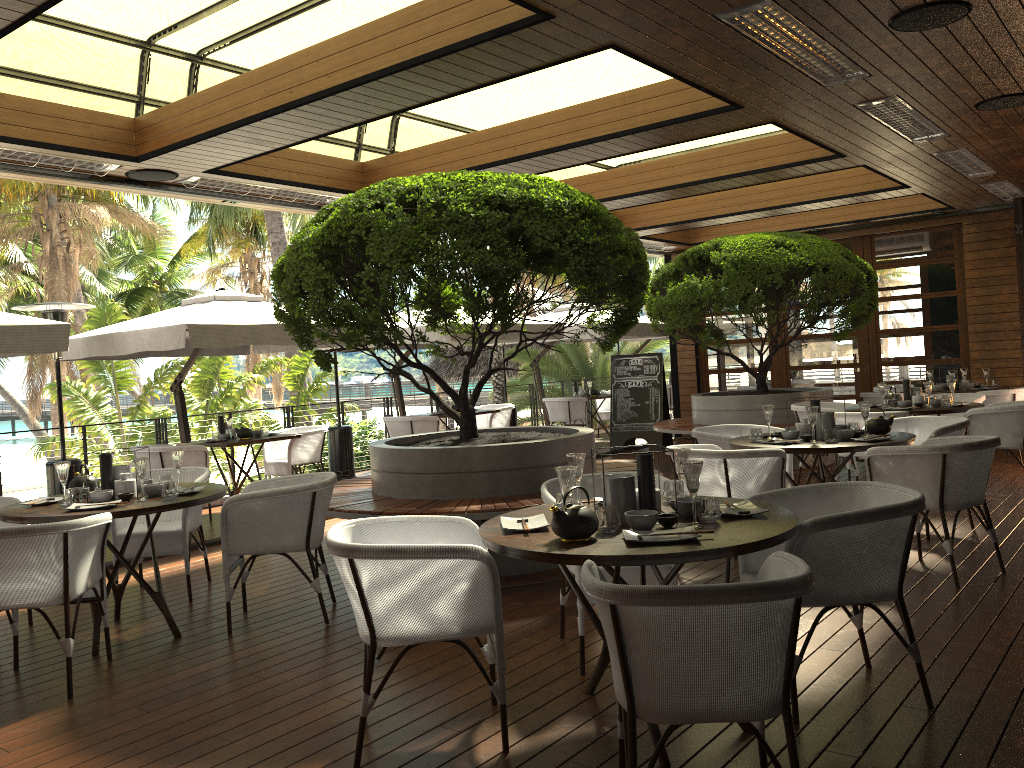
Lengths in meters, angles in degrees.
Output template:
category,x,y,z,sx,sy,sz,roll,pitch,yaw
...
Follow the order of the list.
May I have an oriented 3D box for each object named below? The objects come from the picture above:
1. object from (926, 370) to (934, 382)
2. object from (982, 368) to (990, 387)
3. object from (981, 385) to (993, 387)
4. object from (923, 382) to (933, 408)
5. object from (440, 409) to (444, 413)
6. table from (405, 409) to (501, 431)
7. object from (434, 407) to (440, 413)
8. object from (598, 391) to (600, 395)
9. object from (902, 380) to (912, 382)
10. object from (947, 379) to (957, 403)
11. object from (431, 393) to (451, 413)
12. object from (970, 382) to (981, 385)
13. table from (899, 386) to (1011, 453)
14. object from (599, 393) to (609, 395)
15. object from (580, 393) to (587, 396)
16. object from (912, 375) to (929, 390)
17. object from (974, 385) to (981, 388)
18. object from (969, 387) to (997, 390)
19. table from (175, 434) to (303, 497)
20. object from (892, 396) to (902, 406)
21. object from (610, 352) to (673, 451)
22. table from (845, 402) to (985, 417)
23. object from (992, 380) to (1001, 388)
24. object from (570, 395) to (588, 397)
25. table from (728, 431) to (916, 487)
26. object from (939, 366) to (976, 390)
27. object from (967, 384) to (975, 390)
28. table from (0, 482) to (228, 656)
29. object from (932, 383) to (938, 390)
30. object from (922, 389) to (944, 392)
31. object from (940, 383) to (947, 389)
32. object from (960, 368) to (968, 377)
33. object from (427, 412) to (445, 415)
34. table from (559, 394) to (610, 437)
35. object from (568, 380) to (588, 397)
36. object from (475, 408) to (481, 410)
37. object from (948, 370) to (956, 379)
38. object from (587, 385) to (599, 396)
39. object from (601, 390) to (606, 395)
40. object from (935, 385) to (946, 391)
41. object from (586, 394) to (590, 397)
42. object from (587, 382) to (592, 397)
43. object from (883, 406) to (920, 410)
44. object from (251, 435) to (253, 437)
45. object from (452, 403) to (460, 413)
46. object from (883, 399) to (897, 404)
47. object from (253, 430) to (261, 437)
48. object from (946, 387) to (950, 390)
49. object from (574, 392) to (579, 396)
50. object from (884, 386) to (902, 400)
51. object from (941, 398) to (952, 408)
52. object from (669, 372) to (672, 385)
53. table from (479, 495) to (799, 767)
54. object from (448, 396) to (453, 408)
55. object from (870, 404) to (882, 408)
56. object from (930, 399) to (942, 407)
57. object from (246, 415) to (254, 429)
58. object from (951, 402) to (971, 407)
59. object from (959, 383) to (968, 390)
category,x,y,z,sx,sy,sz,roll,pitch,yaw
object,4.966,-0.047,10.528,0.082,0.227,0.082,-4,0,-28
object,5.434,-0.067,10.152,0.082,0.227,0.082,-4,0,-28
object,5.526,0.026,10.426,0.170,0.025,0.294,-4,1,-12
object,3.651,0.096,7.765,0.082,0.227,0.082,-3,0,42
object,-0.898,0.362,11.777,0.116,0.065,0.116,-3,1,36
table,-0.768,0.757,11.952,0.931,0.749,0.932,-3,1,38
object,-0.998,0.356,11.828,0.086,0.086,0.086,-3,1,42
object,1.414,0.155,14.739,0.116,0.065,0.116,-3,1,42
object,3.731,0.077,8.360,0.082,0.227,0.082,-3,0,31
object,3.981,0.070,8.015,0.082,0.227,0.082,-4,0,-43
object,-0.960,0.260,12.044,0.263,0.264,0.263,-4,1,-7
object,5.392,0.016,10.320,0.116,0.065,0.116,-3,1,9
table,5.167,0.437,10.333,1.166,0.749,1.166,-3,1,6
object,1.473,0.167,14.893,0.294,0.025,0.170,-2,2,38
object,1.161,0.176,14.454,0.116,0.065,0.116,-3,1,42
object,4.839,-0.012,10.486,0.163,0.179,0.168,-4,1,-14
object,5.332,0.035,10.161,0.080,0.042,0.080,-4,1,-19
object,5.313,0.049,9.953,0.295,0.025,0.170,-4,1,-17
table,-2.831,0.943,9.270,0.931,0.749,0.932,-3,1,38
object,3.604,0.159,8.301,0.086,0.086,0.086,-3,1,6
object,1.869,0.252,13.018,0.768,1.397,0.772,-3,1,22
table,3.675,0.578,8.086,1.166,0.749,1.166,-3,1,6
object,5.570,-0.003,10.197,0.086,0.086,0.086,-3,1,37
object,1.104,0.203,14.301,0.294,0.025,0.170,-2,2,38
table,2.042,0.729,5.832,1.165,0.749,1.166,-3,1,18
object,5.183,-0.070,10.318,0.263,0.264,0.263,-4,1,-17
object,5.220,0.031,10.114,0.116,0.065,0.116,-4,1,-41
table,-2.160,1.003,4.909,1.165,0.749,1.167,-3,1,43
object,4.954,0.030,10.385,0.086,0.086,0.086,-3,1,37
object,4.820,0.074,10.167,0.170,0.025,0.294,-4,1,-12
object,5.163,0.024,10.566,0.116,0.065,0.116,-4,1,-41
object,5.391,-0.074,10.563,0.082,0.227,0.082,-4,0,-11
object,-0.955,0.389,11.624,0.294,0.025,0.170,-2,2,38
table,1.295,0.571,14.634,0.931,0.749,0.932,-3,1,38
object,1.098,0.075,14.721,0.263,0.264,0.263,-4,1,-7
object,-0.586,0.353,12.216,0.294,0.025,0.170,-2,2,38
object,5.012,-0.040,10.090,0.082,0.227,0.082,-4,0,-11
object,1.337,0.106,14.539,0.168,0.179,0.163,-3,1,36
object,1.511,0.139,14.684,0.086,0.086,0.086,-3,1,42
object,4.961,0.043,10.270,0.116,0.065,0.116,-3,1,9
object,1.240,0.184,14.395,0.080,0.042,0.080,-3,1,29
object,1.260,0.089,14.318,0.082,0.227,0.082,-3,0,39
object,3.423,0.214,7.771,0.294,0.025,0.170,-2,2,41
object,-2.776,0.540,9.453,0.080,0.042,0.080,-3,1,-1
object,-0.721,0.292,11.859,0.163,0.179,0.168,-3,1,40
object,3.510,0.177,8.236,0.116,0.065,0.116,-4,1,-39
object,-2.697,0.525,9.393,0.116,0.065,0.116,-3,1,36
object,5.028,0.053,10.186,0.080,0.042,0.080,-3,1,16
object,1.061,0.170,14.505,0.086,0.086,0.086,-3,1,42
object,3.627,0.108,8.449,0.163,0.179,0.168,-4,1,-42
object,3.763,0.164,7.676,0.086,0.086,0.086,-3,1,6
object,3.176,-0.112,17.423,0.263,0.264,0.263,-4,1,-7
table,0.480,0.881,3.305,1.165,0.749,1.167,-3,1,40
object,-0.799,0.275,11.641,0.082,0.227,0.082,-3,0,27
object,3.350,0.206,8.305,0.295,0.025,0.170,-5,2,-44
object,3.776,0.169,7.893,0.116,0.065,0.116,-4,1,-39
object,-2.806,0.444,9.528,0.082,0.227,0.082,-3,0,39
object,3.936,0.181,7.833,0.295,0.025,0.170,-5,2,-44
object,5.112,0.028,10.045,0.086,0.086,0.086,-3,1,32
